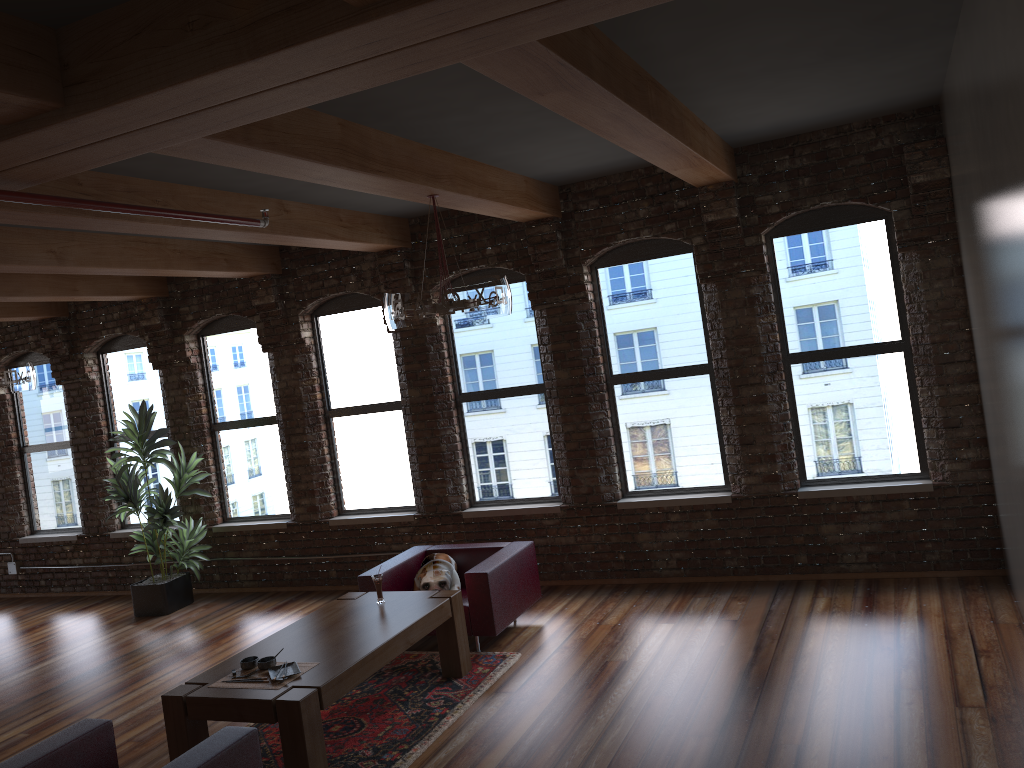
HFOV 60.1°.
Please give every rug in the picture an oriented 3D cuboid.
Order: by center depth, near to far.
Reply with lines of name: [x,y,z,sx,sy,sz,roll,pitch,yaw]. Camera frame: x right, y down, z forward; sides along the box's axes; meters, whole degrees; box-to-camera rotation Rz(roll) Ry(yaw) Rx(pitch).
rug: [-1.028,2.049,5.228,1.340,0.009,2.470,-7,3,24]

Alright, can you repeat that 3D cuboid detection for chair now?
chair: [-1.739,1.913,3.746,1.068,0.593,0.868,-7,2,24]
chair: [-0.443,1.605,6.684,1.068,0.593,0.868,-7,2,24]

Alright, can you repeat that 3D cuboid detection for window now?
window: [2.541,-0.271,6.778,0.966,2.215,0.236,-8,0,24]
window: [1.210,-0.108,7.364,0.966,2.215,0.236,-8,0,24]
window: [-0.121,0.055,7.950,0.966,2.215,0.236,-8,0,24]
window: [-1.452,0.218,8.536,0.966,2.215,0.236,-8,0,24]
window: [-2.782,0.381,9.122,0.966,2.215,0.236,-8,0,24]
window: [-4.114,0.545,9.708,0.966,2.215,0.236,-8,0,24]
window: [-5.446,0.708,10.294,0.966,2.215,0.232,-8,0,24]

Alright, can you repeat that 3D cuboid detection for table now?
table: [-1.054,1.776,5.274,0.898,0.550,1.755,-7,2,24]

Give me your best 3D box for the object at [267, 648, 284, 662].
object: [-1.318,1.501,4.865,0.137,0.080,0.045,-8,0,-11]

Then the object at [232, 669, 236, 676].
object: [-1.507,1.568,4.807,0.018,0.021,0.059,-8,2,-24]

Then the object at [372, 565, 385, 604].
object: [-0.876,1.330,5.869,0.095,0.232,0.075,-8,0,-33]

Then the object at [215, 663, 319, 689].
object: [-1.327,1.557,4.745,0.470,0.003,0.333,-7,3,24]

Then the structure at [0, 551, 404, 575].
structure: [-6.830,2.195,10.824,13.681,0.313,1.637,-7,2,17]

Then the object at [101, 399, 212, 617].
object: [-3.594,1.201,8.864,1.077,2.104,0.969,-8,0,37]

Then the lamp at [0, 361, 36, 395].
lamp: [-4.460,-0.301,7.379,0.811,0.815,0.807,-9,1,-24]

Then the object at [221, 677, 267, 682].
object: [-1.420,1.568,4.697,0.270,0.008,0.007,-7,1,13]

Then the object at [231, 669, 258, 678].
object: [-1.434,1.555,4.753,0.153,0.030,0.045,-8,2,8]

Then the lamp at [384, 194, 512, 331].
lamp: [-0.443,-0.793,5.610,0.811,0.815,0.808,-9,1,-25]

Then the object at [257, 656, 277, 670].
object: [-1.343,1.532,4.858,0.099,0.043,0.098,-9,2,-28]

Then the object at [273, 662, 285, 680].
object: [-1.236,1.523,4.712,0.007,0.008,0.270,-8,2,-2]

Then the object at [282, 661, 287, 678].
object: [-1.210,1.519,4.724,0.007,0.008,0.270,-8,2,-10]

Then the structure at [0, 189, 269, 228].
structure: [-2.806,-0.664,2.181,0.051,0.112,6.829,-8,2,24]

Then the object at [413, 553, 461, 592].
object: [-0.574,1.448,6.598,0.365,0.297,0.755,-8,2,-5]

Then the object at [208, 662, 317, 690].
object: [-1.327,1.557,4.746,0.468,0.001,0.353,-7,3,24]

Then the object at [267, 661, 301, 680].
object: [-1.214,1.532,4.720,0.154,0.018,0.212,-9,3,-21]

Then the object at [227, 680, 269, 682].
object: [-1.394,1.566,4.665,0.270,0.008,0.007,-7,1,19]

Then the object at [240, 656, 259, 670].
object: [-1.451,1.545,4.903,0.099,0.043,0.098,-10,3,-40]

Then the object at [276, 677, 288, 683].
object: [-1.191,1.533,4.583,0.059,0.021,0.018,-8,1,10]
